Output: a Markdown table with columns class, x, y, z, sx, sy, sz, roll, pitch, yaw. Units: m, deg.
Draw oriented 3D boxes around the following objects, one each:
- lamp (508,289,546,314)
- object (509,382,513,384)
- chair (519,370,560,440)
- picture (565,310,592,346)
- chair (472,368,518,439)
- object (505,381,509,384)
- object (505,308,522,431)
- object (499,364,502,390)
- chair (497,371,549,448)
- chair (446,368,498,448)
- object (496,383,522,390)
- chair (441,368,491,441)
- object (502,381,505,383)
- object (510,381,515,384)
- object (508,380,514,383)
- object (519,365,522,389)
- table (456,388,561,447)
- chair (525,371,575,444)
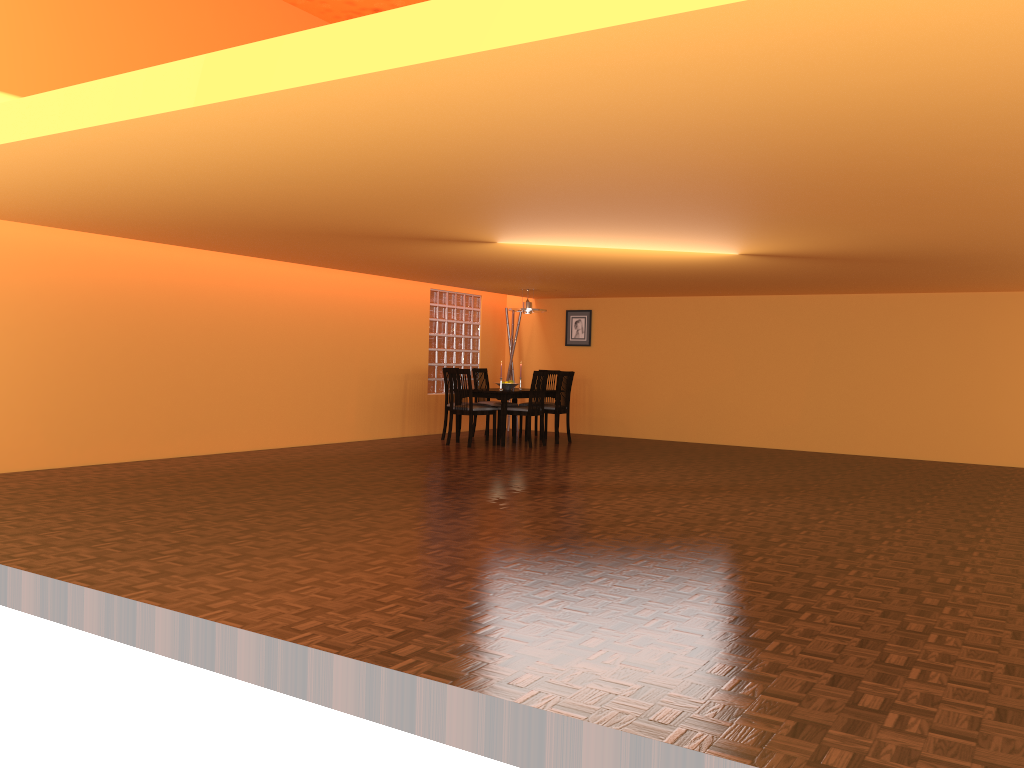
| class | x | y | z | sx | sy | sz | roll | pitch | yaw |
| --- | --- | --- | --- | --- | --- | --- | --- | --- | --- |
| lamp | 0.178 | -0.940 | 10.108 | 0.435 | 0.274 | 0.435 | 1 | 2 | -36 |
| object | -0.017 | 0.006 | 9.764 | 0.055 | 0.046 | 0.046 | 2 | 1 | -5 |
| chair | 0.350 | 0.237 | 10.505 | 0.373 | 0.809 | 0.465 | 2 | 2 | 27 |
| picture | 0.837 | -0.705 | 11.189 | 0.361 | 0.456 | 0.014 | 3 | 2 | 32 |
| chair | -0.219 | 0.225 | 10.336 | 0.465 | 0.809 | 0.373 | 3 | 2 | 32 |
| object | -0.060 | -0.006 | 9.737 | 0.046 | 0.046 | 0.055 | 2 | 2 | 15 |
| object | -0.001 | -0.184 | 11.420 | 0.226 | 1.589 | 0.308 | 1 | 2 | -36 |
| object | -0.117 | -0.095 | 9.566 | 0.044 | 0.326 | 0.044 | 2 | 2 | 21 |
| chair | 0.125 | 0.257 | 9.441 | 0.465 | 0.809 | 0.373 | 3 | 2 | 32 |
| chair | -0.432 | 0.246 | 9.268 | 0.373 | 0.809 | 0.465 | 3 | 2 | 37 |
| object | -0.051 | 0.027 | 9.834 | 0.337 | 0.072 | 0.337 | 2 | 1 | -2 |
| chair | -0.524 | 0.228 | 9.847 | 0.465 | 0.809 | 0.373 | 3 | 2 | 32 |
| object | -0.091 | 0.011 | 9.826 | 0.089 | 0.076 | 0.087 | 3 | 2 | 38 |
| object | 0.008 | 0.007 | 9.820 | 0.055 | 0.070 | 0.066 | 2 | 2 | 13 |
| object | -0.014 | -0.009 | 9.896 | 0.069 | 0.066 | 0.069 | 3 | 2 | 42 |
| object | 0.099 | -0.102 | 10.070 | 0.044 | 0.326 | 0.044 | 2 | 2 | 21 |
| table | -0.028 | 0.355 | 9.870 | 0.697 | 0.584 | 1.259 | 3 | 2 | 32 |
| chair | 0.430 | 0.254 | 9.930 | 0.465 | 0.809 | 0.373 | 3 | 2 | 32 |
